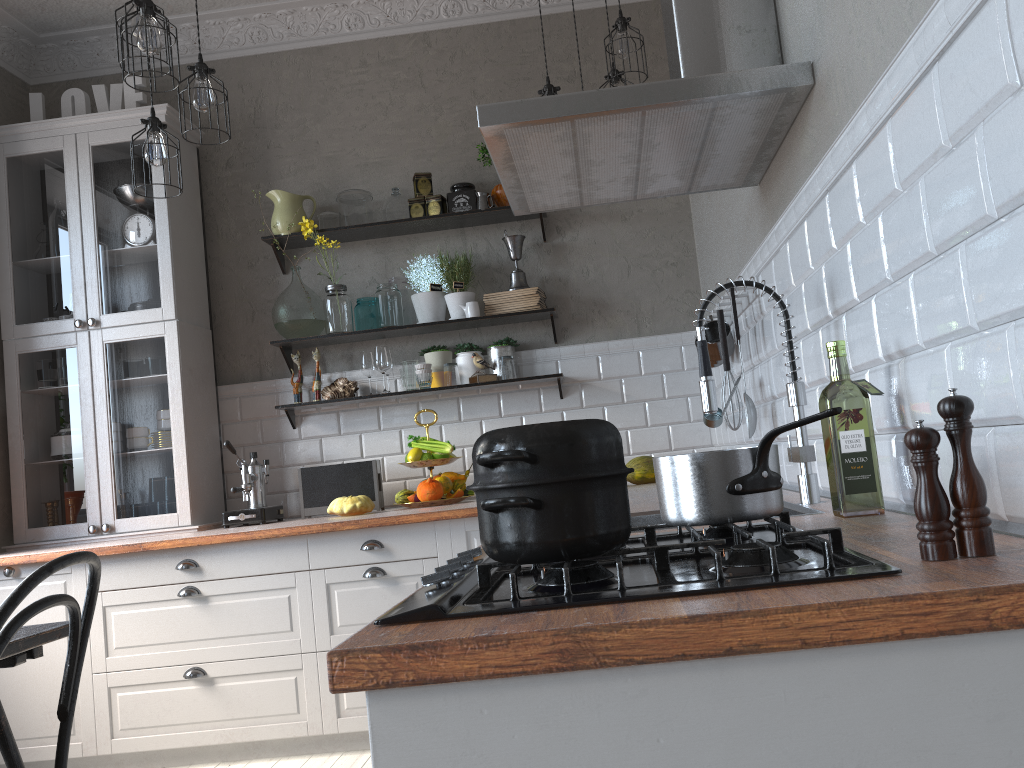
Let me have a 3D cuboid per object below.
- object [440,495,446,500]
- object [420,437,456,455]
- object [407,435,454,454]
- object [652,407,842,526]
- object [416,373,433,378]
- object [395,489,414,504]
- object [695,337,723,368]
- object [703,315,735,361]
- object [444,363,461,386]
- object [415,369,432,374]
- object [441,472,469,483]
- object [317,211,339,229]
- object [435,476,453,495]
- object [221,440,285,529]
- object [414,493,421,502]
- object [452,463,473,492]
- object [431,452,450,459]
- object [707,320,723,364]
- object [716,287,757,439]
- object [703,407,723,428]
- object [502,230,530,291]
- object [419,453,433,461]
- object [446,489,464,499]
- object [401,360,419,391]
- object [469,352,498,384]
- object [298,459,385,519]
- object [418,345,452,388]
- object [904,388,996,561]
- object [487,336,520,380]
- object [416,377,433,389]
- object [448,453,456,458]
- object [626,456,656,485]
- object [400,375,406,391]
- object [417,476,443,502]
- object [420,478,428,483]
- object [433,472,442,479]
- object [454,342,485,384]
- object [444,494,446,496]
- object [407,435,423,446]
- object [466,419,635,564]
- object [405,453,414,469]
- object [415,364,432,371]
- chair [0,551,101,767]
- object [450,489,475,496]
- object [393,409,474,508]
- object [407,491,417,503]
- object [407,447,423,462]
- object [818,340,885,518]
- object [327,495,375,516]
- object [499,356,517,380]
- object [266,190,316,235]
[{"bbox_3d":[-0.315,0.490,3.803,0.070,0.065,0.070,-8,-6,25],"label":"object"},{"bbox_3d":[-0.317,0.273,3.914,0.178,0.096,0.089,-8,-6,24],"label":"object"},{"bbox_3d":[-0.354,0.261,3.849,0.209,0.101,0.067,-7,-5,10],"label":"object"},{"bbox_3d":[0.337,0.114,1.206,0.297,0.134,0.178,-10,-7,39],"label":"object"},{"bbox_3d":[-0.395,-0.019,4.004,0.077,0.051,0.077,-6,-5,-3],"label":"object"},{"bbox_3d":[-0.451,0.494,3.883,0.075,0.072,0.154,-9,-6,34],"label":"object"},{"bbox_3d":[0.735,-0.141,3.269,0.107,0.161,0.138,-8,-5,17],"label":"object"},{"bbox_3d":[0.698,-0.160,3.015,0.107,0.161,0.139,-8,-5,22],"label":"object"},{"bbox_3d":[-0.276,-0.040,4.053,0.078,0.108,0.077,-6,-5,-2],"label":"object"},{"bbox_3d":[-0.397,-0.037,4.006,0.076,0.051,0.078,-8,-6,23],"label":"object"},{"bbox_3d":[-0.250,0.409,3.880,0.127,0.056,0.059,-6,-5,-4],"label":"object"},{"bbox_3d":[-0.865,-0.751,4.191,0.103,0.111,0.103,-6,-5,4],"label":"object"},{"bbox_3d":[-0.300,0.436,3.808,0.087,0.078,0.089,-9,-6,31],"label":"object"},{"bbox_3d":[-1.158,0.432,3.866,0.205,0.370,0.354,-6,-5,5],"label":"object"},{"bbox_3d":[-0.398,0.499,3.859,0.070,0.076,0.227,-5,-5,-12],"label":"object"},{"bbox_3d":[-0.223,0.412,3.870,0.060,0.120,0.128,-9,-6,28],"label":"object"},{"bbox_3d":[-0.312,0.324,3.847,0.076,0.062,0.099,-4,-6,-22],"label":"object"},{"bbox_3d":[0.722,-0.151,3.141,0.108,0.161,0.137,-7,-5,7],"label":"object"},{"bbox_3d":[0.649,-0.054,2.638,0.081,0.443,0.330,-7,-5,6],"label":"object"},{"bbox_3d":[0.781,-0.014,3.518,0.077,0.378,0.083,-6,-5,5],"label":"object"},{"bbox_3d":[0.020,-0.565,4.115,0.132,0.287,0.129,-5,-5,-10],"label":"object"},{"bbox_3d":[-0.371,0.326,3.816,0.063,0.061,0.067,-6,-5,4],"label":"object"},{"bbox_3d":[-0.247,0.476,3.794,0.069,0.051,0.088,-2,-6,-38],"label":"object"},{"bbox_3d":[-0.461,-0.035,4.054,0.080,0.139,0.077,-4,-5,-23],"label":"object"},{"bbox_3d":[-0.130,-0.074,4.038,0.120,0.146,0.099,-3,-6,-28],"label":"object"},{"bbox_3d":[-0.756,0.466,3.923,0.350,0.226,0.088,-6,-5,3],"label":"object"},{"bbox_3d":[-0.353,-0.079,4.133,0.158,0.216,0.154,-5,-5,-16],"label":"object"},{"bbox_3d":[0.435,0.089,0.888,0.073,0.166,0.036,-6,-5,4],"label":"object"},{"bbox_3d":[-0.033,-0.109,4.131,0.158,0.213,0.153,-6,-5,2],"label":"object"},{"bbox_3d":[-0.394,-0.002,4.003,0.077,0.051,0.077,-6,-5,-3],"label":"object"},{"bbox_3d":[-0.269,0.319,3.875,0.052,0.050,0.049,-7,-5,14],"label":"object"},{"bbox_3d":[0.554,0.360,3.709,0.208,0.119,0.129,-3,-6,-33],"label":"object"},{"bbox_3d":[-0.480,0.002,4.128,0.076,0.083,0.079,-8,-5,22],"label":"object"},{"bbox_3d":[-0.347,0.446,3.735,0.115,0.110,0.109,-3,-6,-28],"label":"object"},{"bbox_3d":[-0.350,0.454,3.933,0.077,0.076,0.157,-9,-6,31],"label":"object"},{"bbox_3d":[-0.321,0.439,3.925,0.085,0.093,0.087,-6,-5,1],"label":"object"},{"bbox_3d":[-0.197,-0.092,4.132,0.170,0.214,0.150,-9,-6,34],"label":"object"},{"bbox_3d":[-0.340,0.499,3.941,0.062,0.048,0.235,-4,-6,-23],"label":"object"},{"bbox_3d":[-0.421,0.248,3.859,0.074,0.058,0.050,-4,-5,-19],"label":"object"},{"bbox_3d":[0.044,0.119,0.995,0.192,0.147,0.191,-5,-5,-16],"label":"object"},{"bbox_3d":[-0.421,0.330,3.880,0.096,0.078,0.100,-5,-5,-8],"label":"object"},{"bbox_3d":[-0.400,-0.062,4.008,0.078,0.051,0.076,-5,-5,-10],"label":"object"},{"bbox_3d":[-1.076,0.815,1.702,0.549,0.920,0.438,-6,-5,2],"label":"chair"},{"bbox_3d":[-0.251,0.478,3.917,0.212,0.044,0.055,-11,-7,42],"label":"object"},{"bbox_3d":[-0.359,0.320,3.871,0.355,0.425,0.349,-5,-5,-10],"label":"object"},{"bbox_3d":[-0.415,0.490,3.845,0.084,0.057,0.090,-10,-6,36],"label":"object"},{"bbox_3d":[-0.416,0.307,3.806,0.058,0.069,0.080,-8,-6,24],"label":"object"},{"bbox_3d":[0.550,0.069,1.417,0.089,0.282,0.082,-6,-5,5],"label":"object"},{"bbox_3d":[-0.675,0.509,3.710,0.196,0.083,0.190,-7,-5,5],"label":"object"},{"bbox_3d":[-0.022,-0.071,4.012,0.078,0.108,0.077,-6,-5,-2],"label":"object"},{"bbox_3d":[-1.035,-0.790,4.147,0.188,0.216,0.175,-8,-5,18],"label":"object"}]
